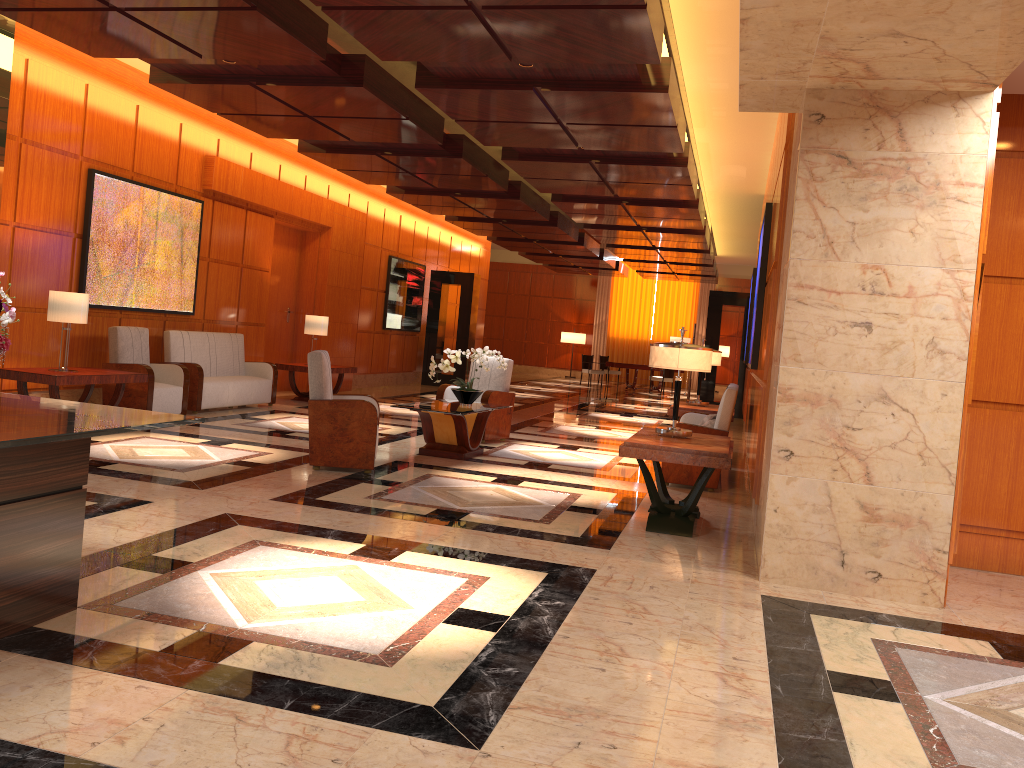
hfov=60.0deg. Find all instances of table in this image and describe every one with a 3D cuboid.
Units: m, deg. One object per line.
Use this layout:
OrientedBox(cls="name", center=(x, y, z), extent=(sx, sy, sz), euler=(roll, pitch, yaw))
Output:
OrientedBox(cls="table", center=(-2.379, 0.467, 3.412), extent=(1.601, 0.744, 1.601), euler=(6, 3, 14))
OrientedBox(cls="table", center=(1.190, 0.697, 6.360), extent=(0.726, 0.606, 1.270), euler=(6, 3, 14))
OrientedBox(cls="table", center=(-2.920, -0.010, 13.211), extent=(0.725, 0.534, 1.168), euler=(6, 3, 17))
OrientedBox(cls="table", center=(-4.149, 0.144, 8.354), extent=(0.725, 0.534, 1.168), euler=(6, 3, 17))
OrientedBox(cls="table", center=(2.226, 0.567, 10.454), extent=(0.726, 0.606, 1.270), euler=(6, 3, 14))
OrientedBox(cls="table", center=(3.724, -0.174, 25.000), extent=(2.105, 0.741, 0.785), euler=(4, 2, -15))
OrientedBox(cls="table", center=(-0.583, 0.460, 8.862), extent=(0.723, 0.495, 1.560), euler=(6, 3, 17))

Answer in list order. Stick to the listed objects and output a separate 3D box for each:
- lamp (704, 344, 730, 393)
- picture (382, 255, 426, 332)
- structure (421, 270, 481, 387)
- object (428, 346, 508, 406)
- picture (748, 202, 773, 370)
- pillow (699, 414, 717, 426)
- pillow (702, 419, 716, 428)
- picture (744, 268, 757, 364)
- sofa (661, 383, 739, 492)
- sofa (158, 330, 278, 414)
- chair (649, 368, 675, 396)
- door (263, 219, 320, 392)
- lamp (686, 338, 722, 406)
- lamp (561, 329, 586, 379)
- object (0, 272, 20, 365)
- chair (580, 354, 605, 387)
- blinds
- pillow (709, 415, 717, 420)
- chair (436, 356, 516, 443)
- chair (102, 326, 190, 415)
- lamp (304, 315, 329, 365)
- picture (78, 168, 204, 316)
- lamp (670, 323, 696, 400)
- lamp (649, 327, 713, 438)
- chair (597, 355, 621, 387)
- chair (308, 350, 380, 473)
OrientedBox(cls="lamp", center=(6.473, -0.554, 28.269), extent=(0.809, 1.660, 0.812), euler=(4, 2, -36))
OrientedBox(cls="picture", center=(-2.193, -1.814, 18.239), extent=(0.056, 1.451, 1.997), euler=(5, 2, 14))
OrientedBox(cls="structure", center=(-1.327, -1.185, 19.323), extent=(0.986, 2.496, 0.500), euler=(5, 1, 14))
OrientedBox(cls="object", center=(-0.450, -0.092, 8.955), extent=(0.788, 0.617, 0.418), euler=(5, 2, -9))
OrientedBox(cls="picture", center=(2.410, -0.879, 8.647), extent=(0.056, 1.451, 1.997), euler=(5, 2, 14))
OrientedBox(cls="pillow", center=(2.039, 0.415, 9.208), extent=(0.195, 0.227, 0.344), euler=(6, 2, 19))
OrientedBox(cls="pillow", center=(1.816, 0.447, 8.354), extent=(0.202, 0.229, 0.273), euler=(6, 2, 17))
OrientedBox(cls="picture", center=(3.848, -1.060, 14.328), extent=(0.056, 1.451, 1.997), euler=(5, 2, 14))
OrientedBox(cls="sofa", center=(1.886, 0.454, 8.778), extent=(0.613, 0.931, 1.799), euler=(6, 3, 15))
OrientedBox(cls="sofa", center=(-3.652, -0.169, 11.120), extent=(0.613, 0.931, 1.799), euler=(6, 3, 15))
OrientedBox(cls="chair", center=(4.108, -0.150, 24.054), extent=(0.583, 0.893, 0.578), euler=(4, 2, -33))
OrientedBox(cls="door", center=(-3.608, -1.168, 13.863), extent=(0.341, 2.649, 1.500), euler=(5, 1, 14))
OrientedBox(cls="lamp", center=(2.239, -0.154, 10.525), extent=(0.458, 0.793, 0.459), euler=(4, 2, -24))
OrientedBox(cls="lamp", center=(1.989, -1.017, 29.407), extent=(0.809, 1.660, 0.812), euler=(4, 2, -36))
OrientedBox(cls="object", center=(-2.313, -0.234, 3.420), extent=(0.650, 0.658, 0.680), euler=(5, 2, 5))
OrientedBox(cls="chair", center=(2.250, -0.379, 25.205), extent=(0.583, 0.893, 0.578), euler=(4, 2, -38))
OrientedBox(cls="blinds", center=(4.634, -1.993, 29.398), extent=(3.856, 4.062, 0.149), euler=(6, 1, 14))
OrientedBox(cls="pillow", center=(1.961, 0.422, 8.779), extent=(0.160, 0.252, 0.358), euler=(5, 2, 11))
OrientedBox(cls="chair", center=(-0.413, 0.149, 10.362), extent=(0.739, 0.960, 0.628), euler=(6, 2, 33))
OrientedBox(cls="chair", center=(-3.938, -0.121, 9.525), extent=(0.629, 0.960, 0.738), euler=(5, 2, 13))
OrientedBox(cls="lamp", center=(-0.105, -0.080, 7.413), extent=(0.334, 0.734, 13.029), euler=(5, 3, -27))
OrientedBox(cls="picture", center=(-4.220, -1.559, 10.230), extent=(0.056, 1.451, 1.997), euler=(5, 2, 14))
OrientedBox(cls="lamp", center=(2.579, -0.083, 13.242), extent=(0.527, 1.660, 0.360), euler=(5, 1, 4))
OrientedBox(cls="lamp", center=(1.219, -0.018, 6.498), extent=(0.459, 0.809, 0.458), euler=(6, 2, 23))
OrientedBox(cls="chair", center=(2.859, -0.385, 26.306), extent=(0.577, 0.893, 0.584), euler=(6, 2, 42))
OrientedBox(cls="chair", center=(-1.433, 0.211, 7.544), extent=(0.628, 0.960, 0.739), euler=(5, 2, -7))
